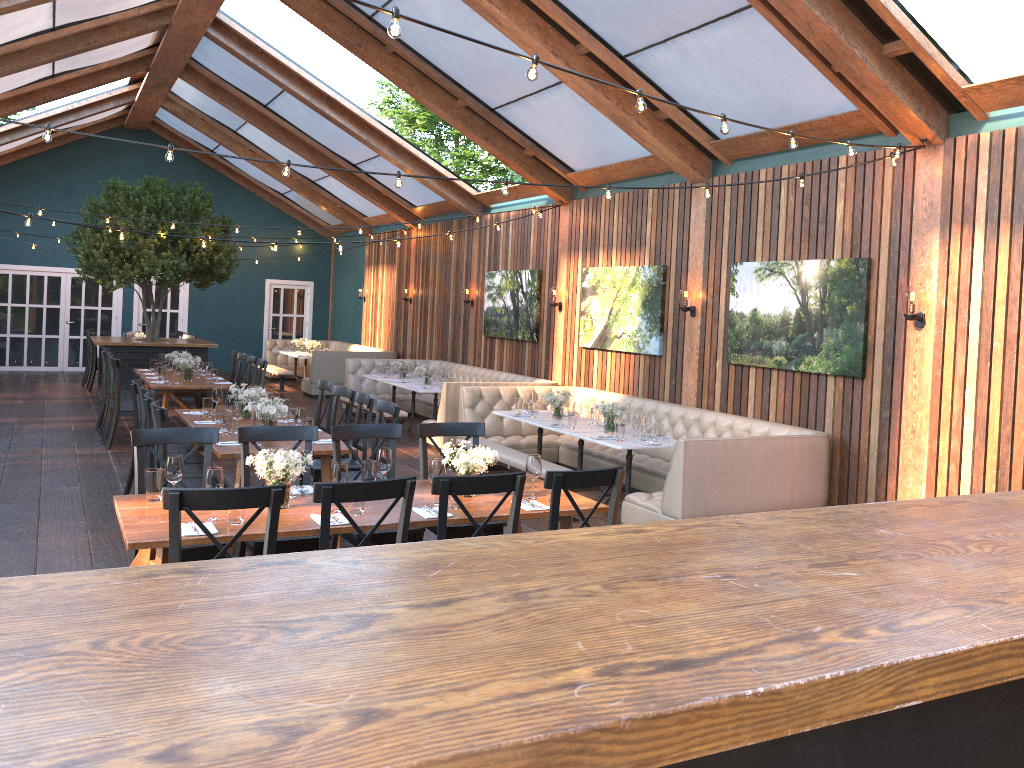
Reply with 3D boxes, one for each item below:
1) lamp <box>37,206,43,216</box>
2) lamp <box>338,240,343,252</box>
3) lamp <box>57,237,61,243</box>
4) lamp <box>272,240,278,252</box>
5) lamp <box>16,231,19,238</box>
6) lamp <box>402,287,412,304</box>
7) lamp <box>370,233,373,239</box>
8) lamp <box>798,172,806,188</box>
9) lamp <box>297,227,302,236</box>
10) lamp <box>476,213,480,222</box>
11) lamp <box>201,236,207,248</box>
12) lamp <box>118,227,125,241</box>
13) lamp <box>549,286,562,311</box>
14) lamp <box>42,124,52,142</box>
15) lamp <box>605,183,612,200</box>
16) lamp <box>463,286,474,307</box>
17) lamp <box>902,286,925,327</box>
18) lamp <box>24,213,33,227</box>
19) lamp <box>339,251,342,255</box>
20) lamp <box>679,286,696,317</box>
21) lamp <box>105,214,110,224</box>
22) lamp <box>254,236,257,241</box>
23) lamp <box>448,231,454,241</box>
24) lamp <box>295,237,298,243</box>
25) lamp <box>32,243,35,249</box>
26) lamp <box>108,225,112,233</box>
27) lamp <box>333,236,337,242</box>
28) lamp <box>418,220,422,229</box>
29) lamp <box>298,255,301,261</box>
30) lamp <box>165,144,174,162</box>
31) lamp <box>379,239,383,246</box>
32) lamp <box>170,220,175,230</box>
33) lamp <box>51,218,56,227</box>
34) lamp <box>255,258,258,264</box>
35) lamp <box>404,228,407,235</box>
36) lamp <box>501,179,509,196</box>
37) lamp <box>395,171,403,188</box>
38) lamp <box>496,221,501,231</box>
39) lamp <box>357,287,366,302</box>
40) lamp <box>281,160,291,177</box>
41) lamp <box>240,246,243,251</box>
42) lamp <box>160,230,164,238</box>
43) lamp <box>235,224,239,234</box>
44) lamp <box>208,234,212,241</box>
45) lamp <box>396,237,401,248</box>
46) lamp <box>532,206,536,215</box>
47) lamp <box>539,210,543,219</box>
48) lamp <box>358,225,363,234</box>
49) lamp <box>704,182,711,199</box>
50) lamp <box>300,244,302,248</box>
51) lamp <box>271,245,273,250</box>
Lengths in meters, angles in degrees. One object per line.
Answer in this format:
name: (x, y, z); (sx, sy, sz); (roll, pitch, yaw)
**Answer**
lamp: (-5.679, -2.081, 10.650); (0.056, 0.121, 0.056); (2, 2, -19)
lamp: (-1.833, -1.477, 9.466); (0.056, 0.121, 0.056); (1, 2, -40)
lamp: (-8.863, -2.818, 17.317); (0.056, 0.121, 0.056); (3, 2, -4)
lamp: (-2.393, -1.396, 8.949); (0.056, 0.120, 0.056); (2, 2, -9)
lamp: (-9.364, -2.833, 16.767); (0.056, 0.120, 0.056); (2, 2, -26)
lamp: (-1.975, -1.667, 16.594); (0.178, 0.320, 0.146); (2, 2, -28)
lamp: (-2.532, -2.668, 15.978); (0.064, 0.118, 0.056); (2, 2, -19)
lamp: (2.204, -1.545, 6.717); (0.056, 0.118, 0.066); (3, 2, 1)
lamp: (-2.703, -1.940, 11.239); (0.056, 0.117, 0.067); (4, 2, 26)
lamp: (-0.446, -2.176, 11.576); (0.056, 0.120, 0.056); (3, 2, 15)
lamp: (-2.924, -1.348, 8.407); (0.056, 0.120, 0.056); (2, 2, -22)
lamp: (-3.471, -1.334, 7.871); (0.056, 0.121, 0.056); (2, 2, -29)
lamp: (0.573, -1.132, 11.706); (0.178, 0.320, 0.146); (2, 2, -28)
lamp: (-3.016, -1.631, 5.745); (0.056, 0.120, 0.056); (4, 2, 38)
lamp: (0.705, -1.402, 6.458); (0.056, 0.121, 0.056); (3, 2, 6)
lamp: (-0.706, -1.400, 14.160); (0.178, 0.320, 0.146); (2, 2, -28)
lamp: (3.107, -0.600, 6.847); (0.178, 0.320, 0.146); (2, 2, -28)
lamp: (-4.006, -1.359, 7.325); (0.056, 0.120, 0.056); (3, 2, 22)
lamp: (-3.185, -2.455, 16.465); (0.066, 0.118, 0.056); (4, 2, 38)
lamp: (1.836, -0.867, 9.284); (0.178, 0.320, 0.146); (2, 2, -28)
lamp: (-4.935, -2.015, 10.806); (0.056, 0.121, 0.056); (3, 2, 13)
lamp: (-4.184, -2.354, 14.424); (0.060, 0.119, 0.056); (3, 2, -4)
lamp: (-0.725, -1.758, 10.492); (0.071, 0.116, 0.056); (2, 2, -5)
lamp: (-3.637, -2.428, 14.944); (0.056, 0.117, 0.068); (2, 2, -31)
lamp: (-8.401, -2.421, 15.545); (0.056, 0.115, 0.074); (3, 2, 15)
lamp: (-5.829, -2.253, 12.836); (0.056, 0.121, 0.056); (4, 2, 43)
lamp: (-3.094, -2.534, 15.478); (0.056, 0.121, 0.056); (4, 2, 44)
lamp: (-1.200, -2.069, 11.480); (0.063, 0.118, 0.056); (1, 2, -34)
lamp: (-3.935, -2.334, 16.367); (0.056, 0.121, 0.056); (4, 2, 40)
lamp: (-2.283, -1.543, 5.901); (0.056, 0.121, 0.056); (2, 2, -13)
lamp: (-2.458, -2.648, 16.561); (0.073, 0.115, 0.056); (2, 2, -22)
lamp: (-4.193, -1.970, 10.942); (0.056, 0.121, 0.056); (4, 2, 37)
lamp: (-6.374, -2.250, 12.303); (0.056, 0.120, 0.056); (1, 2, -40)
lamp: (-4.694, -2.264, 16.272); (0.056, 0.121, 0.056); (4, 2, 39)
lamp: (-1.984, -2.842, 16.496); (0.056, 0.120, 0.056); (3, 2, 1)
lamp: (-0.047, -1.408, 6.334); (0.059, 0.119, 0.056); (4, 2, 42)
lamp: (-0.789, -1.429, 6.188); (0.056, 0.121, 0.056); (4, 2, 31)
lamp: (-0.171, -1.959, 10.988); (0.060, 0.119, 0.056); (3, 2, -5)
lamp: (-3.244, -1.933, 19.030); (0.178, 0.320, 0.146); (2, 2, -28)
lamp: (-1.545, -1.473, 6.046); (0.057, 0.119, 0.056); (2, 2, -34)
lamp: (-6.101, -3.061, 19.950); (0.056, 0.119, 0.061); (2, 2, -27)
lamp: (-5.291, -2.273, 13.379); (0.056, 0.121, 0.056); (3, 2, -3)
lamp: (-3.444, -1.943, 11.086); (0.056, 0.121, 0.056); (2, 2, -13)
lamp: (-4.737, -2.304, 13.899); (0.060, 0.119, 0.056); (1, 2, -42)
lamp: (-1.278, -1.597, 9.983); (0.056, 0.120, 0.056); (3, 2, 0)
lamp: (0.294, -2.286, 11.678); (0.056, 0.121, 0.056); (3, 2, -6)
lamp: (0.372, -2.200, 11.478); (0.062, 0.119, 0.056); (1, 2, -45)
lamp: (-1.941, -1.980, 11.352); (0.056, 0.121, 0.056); (2, 2, -7)
lamp: (1.458, -1.439, 6.588); (0.056, 0.121, 0.056); (2, 2, -12)
lamp: (-4.992, -3.275, 20.967); (0.056, 0.121, 0.056); (4, 2, 44)
lamp: (-5.549, -3.161, 20.455); (0.056, 0.120, 0.056); (2, 2, -6)
